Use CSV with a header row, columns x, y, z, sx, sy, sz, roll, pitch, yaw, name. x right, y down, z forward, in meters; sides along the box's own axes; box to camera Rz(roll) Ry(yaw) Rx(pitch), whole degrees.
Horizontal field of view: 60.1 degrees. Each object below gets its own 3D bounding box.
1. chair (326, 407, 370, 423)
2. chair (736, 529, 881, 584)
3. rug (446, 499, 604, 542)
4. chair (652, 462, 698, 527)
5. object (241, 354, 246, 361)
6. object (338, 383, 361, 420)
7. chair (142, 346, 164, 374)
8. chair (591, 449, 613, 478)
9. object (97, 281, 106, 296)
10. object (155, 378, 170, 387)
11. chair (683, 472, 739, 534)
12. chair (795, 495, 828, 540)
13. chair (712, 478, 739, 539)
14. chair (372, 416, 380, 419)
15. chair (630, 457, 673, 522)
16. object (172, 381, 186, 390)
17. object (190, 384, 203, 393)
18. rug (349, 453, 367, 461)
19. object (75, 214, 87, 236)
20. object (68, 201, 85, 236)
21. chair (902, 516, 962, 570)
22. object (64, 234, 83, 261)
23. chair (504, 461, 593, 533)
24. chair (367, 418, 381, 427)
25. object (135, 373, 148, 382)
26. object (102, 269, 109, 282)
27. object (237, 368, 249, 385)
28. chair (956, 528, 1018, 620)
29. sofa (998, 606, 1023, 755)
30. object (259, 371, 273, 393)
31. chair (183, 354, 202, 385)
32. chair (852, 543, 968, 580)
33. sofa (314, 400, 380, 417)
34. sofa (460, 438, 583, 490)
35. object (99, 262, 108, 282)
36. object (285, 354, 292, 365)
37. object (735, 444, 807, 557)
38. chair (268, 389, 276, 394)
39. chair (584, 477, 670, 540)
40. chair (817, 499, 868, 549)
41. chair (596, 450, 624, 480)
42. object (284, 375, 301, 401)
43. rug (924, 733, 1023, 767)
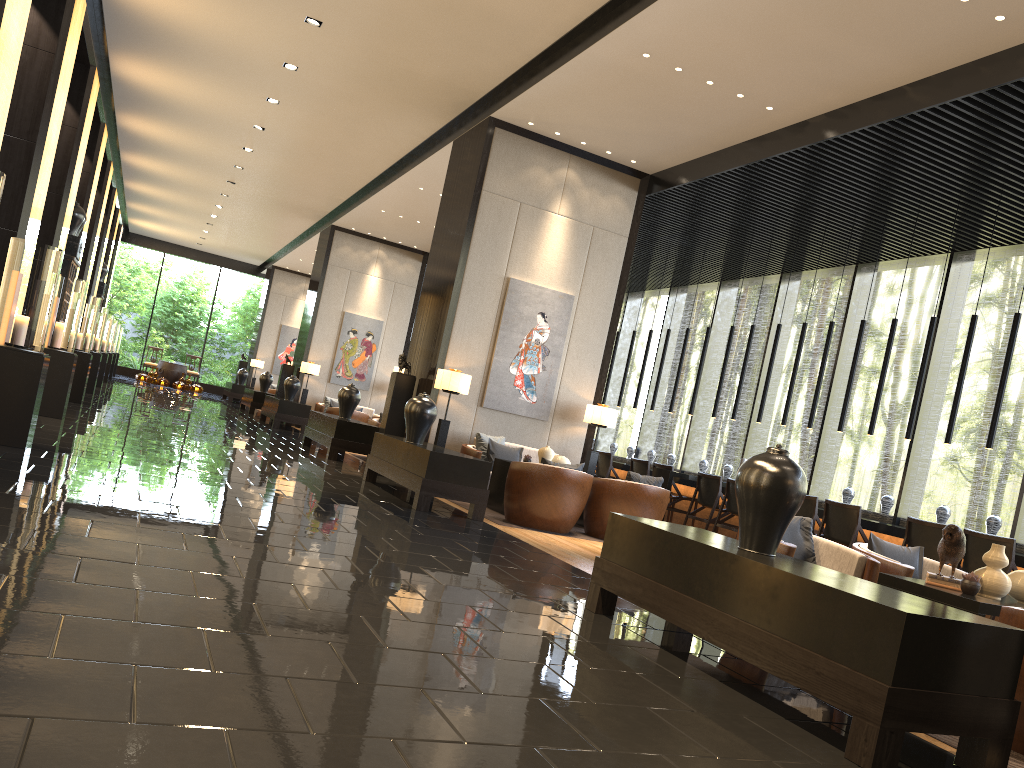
x,y,z,sx,sy,sz,roll,pitch,yaw,name
-3.048,0.761,16.312,0.807,0.604,0.604,13,-2,-23,chair
1.570,1.136,5.001,0.807,0.604,0.604,13,-2,-23,chair
0.340,1.401,9.138,1.967,0.008,2.233,13,-3,-23,rug
2.039,1.474,11.463,0.565,0.827,0.523,12,-1,-23,chair
-8.115,-0.811,26.784,0.177,0.246,0.115,12,0,-18,object
-2.230,0.229,12.068,0.313,0.493,0.309,13,-1,-41,object
-11.017,-0.601,27.136,0.522,1.076,0.534,12,0,-23,chair
1.211,1.405,13.453,0.565,0.827,0.523,12,-1,-23,chair
-9.782,-2.254,20.884,0.367,0.315,0.603,13,-2,-23,object
-10.189,-0.064,25.831,0.369,0.229,0.370,12,-2,0,object
2.427,1.507,10.531,0.565,0.827,0.523,12,-1,-23,chair
3.035,1.558,9.070,0.565,0.827,0.523,12,-1,-23,chair
2.647,1.525,10.002,0.565,0.827,0.523,12,-1,-23,chair
-2.278,0.945,16.648,0.807,0.604,0.604,13,-2,-23,chair
1.819,1.456,11.992,0.565,0.827,0.523,12,-1,-23,chair
-9.776,0.034,26.016,0.371,0.229,0.368,13,-2,-20,object
-9.517,0.129,26.735,0.367,0.229,0.372,10,-3,40,object
-1.086,1.282,12.563,2.050,0.008,2.233,13,-3,-23,rug
-6.395,-2.376,12.927,0.313,0.493,0.309,13,-1,-41,object
-6.268,-2.365,12.622,0.310,0.493,0.313,12,-1,34,object
3.643,1.609,7.610,0.565,0.827,0.523,12,-1,-23,chair
-6.405,-1.972,12.773,0.367,0.315,0.603,13,-2,-23,object
0.349,1.045,8.151,0.807,0.604,0.604,13,-2,-23,chair
-1.809,0.853,13.117,0.807,0.604,0.604,13,-2,-23,chair
-10.912,-0.202,26.147,0.370,0.229,0.369,12,-2,-5,object
-9.772,-2.658,21.039,0.313,0.493,0.309,13,-1,-41,object
-7.611,-0.221,24.997,0.312,0.493,0.311,12,-1,-4,object
3.863,1.627,7.081,0.565,0.827,0.523,12,-1,-23,chair
2.652,1.245,3.603,1.455,0.693,0.600,13,-1,-23,sofa
-5.628,-0.055,20.231,0.312,0.493,0.311,12,-1,-4,object
-10.002,-0.360,27.579,0.522,1.076,0.534,12,0,-23,chair
2.340,1.319,5.337,0.807,0.604,0.604,13,-2,-23,chair
-3.341,0.747,18.045,1.455,0.693,0.600,13,-1,-23,sofa
0.056,1.031,9.884,1.455,0.693,0.600,13,-1,-23,sofa
-9.644,-2.648,20.733,0.309,0.493,0.313,12,-1,41,object
-4.687,-0.512,18.533,0.162,0.217,0.101,13,-1,-35,object
1.145,0.511,3.961,0.313,0.493,0.310,13,-1,-34,object
-6.504,0.473,24.614,0.807,0.604,0.604,13,-2,-23,chair
1.119,1.228,8.487,0.807,0.604,0.604,13,-2,-23,chair
3.255,1.576,8.541,0.565,0.827,0.523,12,-1,-23,chair
1.431,1.424,12.924,0.565,0.827,0.523,12,-1,-23,chair
-4.152,0.069,16.687,0.312,0.493,0.311,12,-1,-4,object
2.309,1.566,4.407,2.050,0.008,2.233,13,-3,-23,rug
